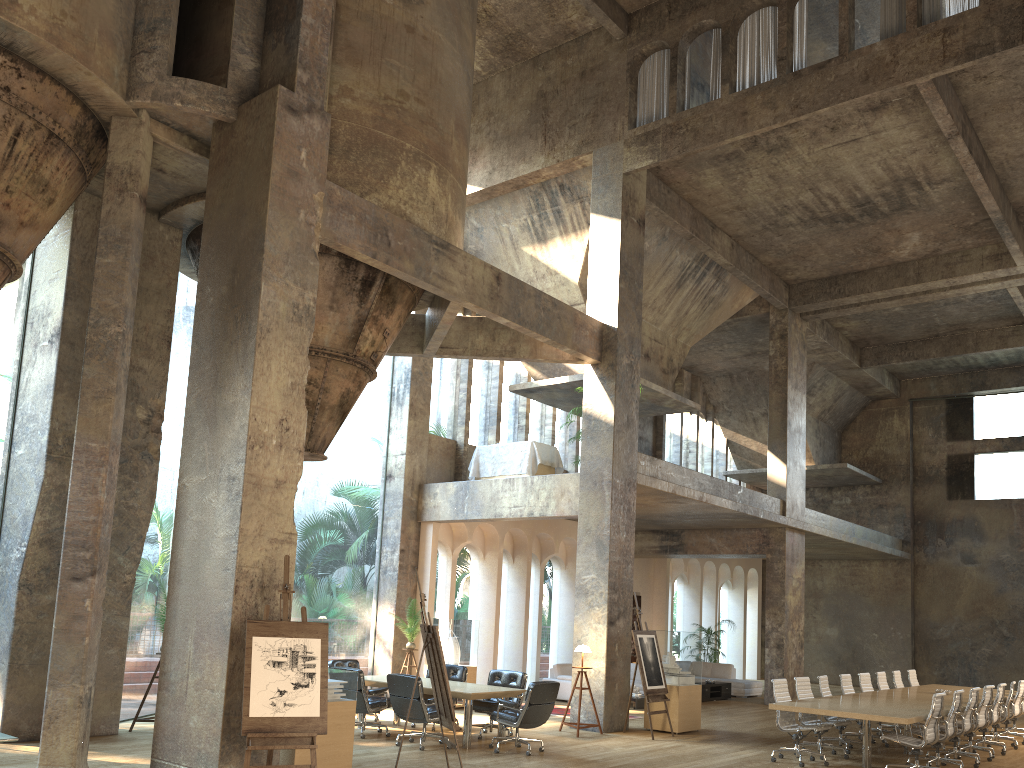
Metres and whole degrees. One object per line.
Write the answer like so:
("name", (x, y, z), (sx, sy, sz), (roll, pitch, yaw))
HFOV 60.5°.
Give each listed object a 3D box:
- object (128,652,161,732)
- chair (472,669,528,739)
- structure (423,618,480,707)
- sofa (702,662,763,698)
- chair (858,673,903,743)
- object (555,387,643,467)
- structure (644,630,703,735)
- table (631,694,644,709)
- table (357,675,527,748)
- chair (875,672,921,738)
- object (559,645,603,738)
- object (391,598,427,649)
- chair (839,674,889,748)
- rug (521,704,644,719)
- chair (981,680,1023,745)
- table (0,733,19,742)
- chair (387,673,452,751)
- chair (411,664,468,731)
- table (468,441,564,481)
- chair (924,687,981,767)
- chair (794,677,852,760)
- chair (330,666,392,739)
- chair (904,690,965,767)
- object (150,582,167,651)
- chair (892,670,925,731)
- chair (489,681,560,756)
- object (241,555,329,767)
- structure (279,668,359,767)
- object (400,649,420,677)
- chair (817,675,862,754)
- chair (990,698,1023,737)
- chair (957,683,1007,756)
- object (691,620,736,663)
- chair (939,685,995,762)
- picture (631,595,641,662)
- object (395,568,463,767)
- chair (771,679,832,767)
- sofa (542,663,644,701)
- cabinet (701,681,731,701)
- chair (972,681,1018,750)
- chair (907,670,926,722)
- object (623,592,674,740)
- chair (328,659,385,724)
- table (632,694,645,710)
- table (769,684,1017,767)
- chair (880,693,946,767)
("object", (-4.497, 3.954, 11.331), (0.660, 0.953, 0.581), (5, -10, -14))
("chair", (-0.254, 4.427, 12.181), (0.732, 0.875, 0.836), (-4, -13, 33))
("structure", (-1.083, 4.938, 15.572), (0.597, 1.517, 0.754), (-4, -11, 39))
("sofa", (4.948, 7.191, 21.479), (2.081, 0.706, 1.089), (-8, -17, 38))
("chair", (5.871, 5.124, 13.939), (0.674, 1.005, 0.705), (11, -13, -41))
("object", (1.548, 0.811, 15.364), (1.412, 1.773, 1.375), (-7, -14, 44))
("structure", (2.541, 4.661, 13.810), (0.597, 1.517, 0.754), (-4, -11, 39))
("table", (2.364, 6.251, 17.351), (0.795, 0.198, 1.128), (-8, -18, 38))
("table", (-1.101, 4.415, 11.932), (2.426, 0.685, 1.122), (-9, -17, 39))
("chair", (6.433, 5.333, 14.632), (0.704, 1.005, 0.674), (-7, -13, 44))
("object", (0.943, 4.485, 12.923), (0.573, 1.272, 0.668), (-4, -11, 39))
("object", (-1.847, 4.263, 15.685), (0.689, 0.921, 0.876), (-3, -12, 30))
("chair", (5.315, 4.921, 13.265), (0.704, 1.005, 0.674), (-7, -13, 44))
("rug", (0.962, 5.822, 15.611), (2.479, 0.009, 1.368), (-9, -19, 38))
("chair", (8.134, 5.388, 14.517), (0.674, 1.005, 0.705), (11, -13, -41))
("table", (-4.873, 3.029, 7.033), (1.883, 0.535, 0.956), (-9, -17, 38))
("chair", (-1.106, 4.072, 10.979), (0.832, 0.875, 0.735), (13, -14, -43))
("chair", (-1.058, 4.546, 12.794), (0.729, 0.874, 0.840), (0, -11, 13))
("table", (0.063, 1.566, 16.595), (1.761, 0.785, 1.133), (-8, -16, 39))
("chair", (5.901, 4.561, 11.769), (0.704, 1.005, 0.674), (-7, -13, 44))
("chair", (4.194, 4.507, 11.888), (0.674, 1.005, 0.705), (11, -13, -41))
("chair", (-1.972, 4.211, 11.681), (0.734, 0.875, 0.834), (-6, -14, 39))
("chair", (5.326, 4.349, 11.062), (0.703, 1.005, 0.675), (-6, -13, 42))
("object", (-4.379, 2.993, 11.290), (0.864, 0.921, 0.698), (-7, -14, 41))
("chair", (7.008, 5.545, 15.338), (0.703, 1.005, 0.675), (-6, -13, 42))
("chair", (0.104, 4.127, 10.957), (0.824, 0.875, 0.743), (-5, -13, 35))
("object", (-1.924, 2.505, 7.435), (0.706, 2.105, 0.693), (7, -9, -24))
("structure", (-2.141, 3.454, 9.042), (0.747, 0.994, 0.747), (-5, -13, 39))
("object", (-1.842, 5.180, 15.534), (0.658, 0.953, 0.583), (2, -9, 4))
("chair", (4.725, 4.706, 12.552), (0.702, 1.005, 0.676), (-5, -12, 38))
("chair", (8.654, 5.591, 15.200), (0.704, 1.005, 0.674), (-7, -13, 44))
("chair", (7.019, 4.973, 13.136), (0.704, 1.005, 0.674), (-7, -13, 44))
("object", (5.160, 7.077, 23.141), (1.412, 1.777, 1.375), (-7, -14, 44))
("chair", (6.463, 4.769, 12.461), (0.674, 1.005, 0.705), (11, -13, -41))
("picture", (2.864, 6.203, 22.199), (0.070, 1.736, 1.527), (-3, -12, 39))
("object", (-0.820, 2.955, 8.953), (0.687, 2.104, 0.712), (6, -8, -18))
("chair", (3.678, 4.303, 11.202), (0.704, 1.005, 0.674), (-7, -13, 44))
("sofa", (2.309, 6.217, 18.249), (2.078, 0.707, 2.976), (-8, -18, 38))
("cabinet", (4.368, 6.825, 19.502), (0.398, 0.362, 1.587), (-6, -17, 38))
("chair", (7.596, 5.190, 13.860), (0.702, 1.005, 0.676), (-5, -12, 38))
("chair", (7.606, 5.764, 16.065), (0.704, 1.005, 0.674), (-7, -14, 44))
("object", (2.010, 4.187, 13.145), (0.687, 2.105, 0.712), (-3, -10, 38))
("chair", (-2.251, 4.510, 12.882), (0.824, 0.875, 0.743), (-4, -13, 33))
("table", (2.134, 6.145, 17.070), (0.865, 0.241, 0.376), (-9, -17, 39))
("table", (6.146, 5.053, 13.108), (1.611, 0.743, 7.840), (-8, -18, 38))
("chair", (2.562, 4.504, 12.165), (13.037, 1.011, 32.017), (-9, -18, 38))
